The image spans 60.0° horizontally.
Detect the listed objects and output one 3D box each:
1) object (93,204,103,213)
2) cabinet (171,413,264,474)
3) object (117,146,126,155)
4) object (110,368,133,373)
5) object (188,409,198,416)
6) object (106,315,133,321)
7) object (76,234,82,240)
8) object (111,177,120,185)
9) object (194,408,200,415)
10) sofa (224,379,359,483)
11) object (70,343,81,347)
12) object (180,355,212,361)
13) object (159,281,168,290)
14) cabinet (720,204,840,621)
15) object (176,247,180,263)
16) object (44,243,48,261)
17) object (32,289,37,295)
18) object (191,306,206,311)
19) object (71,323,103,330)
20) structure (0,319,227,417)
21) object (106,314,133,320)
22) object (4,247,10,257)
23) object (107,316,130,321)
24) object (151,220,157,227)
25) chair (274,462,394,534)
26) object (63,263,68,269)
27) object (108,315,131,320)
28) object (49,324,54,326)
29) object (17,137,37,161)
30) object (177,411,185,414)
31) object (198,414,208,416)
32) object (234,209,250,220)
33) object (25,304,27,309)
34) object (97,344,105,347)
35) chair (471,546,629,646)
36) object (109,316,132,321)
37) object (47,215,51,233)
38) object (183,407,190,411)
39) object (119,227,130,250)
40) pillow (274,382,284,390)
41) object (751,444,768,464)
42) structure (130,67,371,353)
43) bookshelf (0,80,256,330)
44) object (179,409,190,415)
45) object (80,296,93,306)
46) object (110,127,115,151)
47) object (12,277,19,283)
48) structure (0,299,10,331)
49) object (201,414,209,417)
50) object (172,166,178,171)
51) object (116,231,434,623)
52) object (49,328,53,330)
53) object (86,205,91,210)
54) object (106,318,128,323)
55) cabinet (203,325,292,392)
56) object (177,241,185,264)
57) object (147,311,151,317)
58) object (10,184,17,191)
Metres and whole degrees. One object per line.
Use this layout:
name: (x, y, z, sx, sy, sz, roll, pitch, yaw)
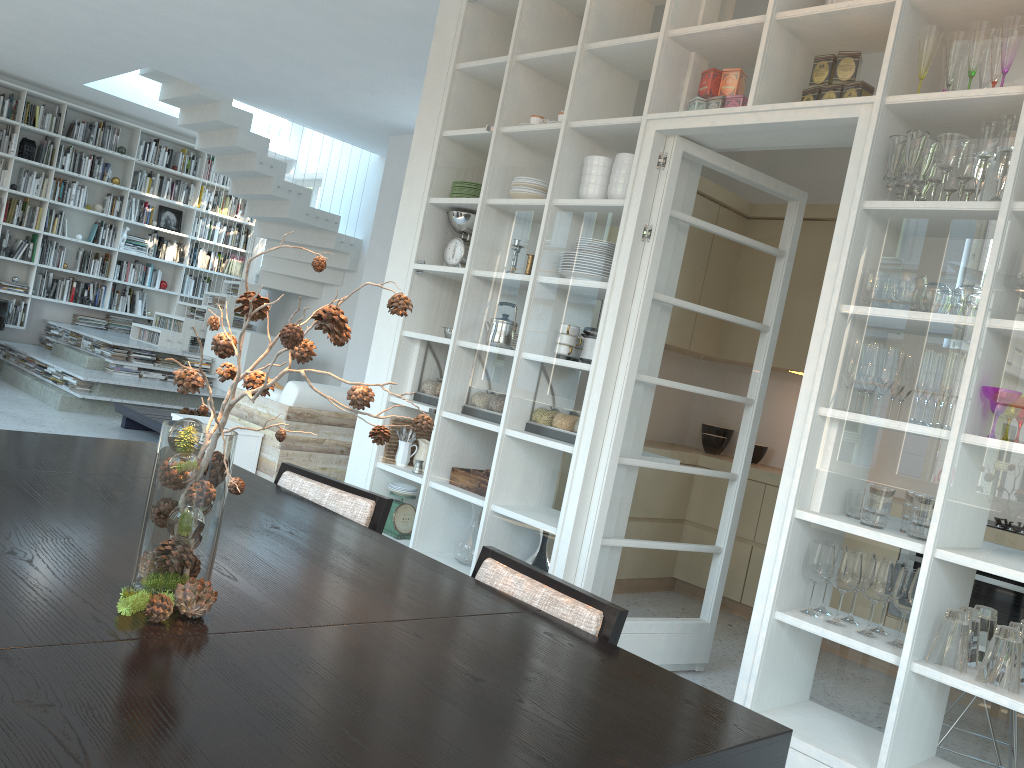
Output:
object: (-4.942, -2.094, 10.584, 0.111, 0.113, 0.112, 12, 2, 23)
cabinet: (-1.887, 0.483, 5.538, 0.380, 0.487, 0.502, 10, 2, -44)
object: (-4.657, -2.782, 10.577, 0.104, 0.105, 0.104, 12, 1, 5)
object: (-3.942, -0.139, 8.955, 0.204, 0.004, 0.139, 11, 1, -41)
object: (-2.760, 0.268, 7.647, 0.094, 0.108, 0.108, 12, 1, 13)
object: (-4.860, -0.820, 10.970, 0.285, 0.005, 0.159, 11, 1, -44)
object: (-5.103, -1.729, 10.449, 0.071, 0.072, 0.071, 12, 1, 5)
object: (-4.735, -2.421, 10.593, 0.100, 0.102, 0.100, 12, 2, 23)
object: (-2.743, 0.269, 7.764, 0.099, 0.102, 0.097, 12, 2, 16)
sofa: (-0.922, 0.476, 6.425, 2.197, 0.854, 0.870, 10, 2, -44)
object: (-4.772, -0.425, 9.816, 0.266, 0.010, 0.145, 13, 1, 42)
object: (-3.414, -0.291, 9.571, 0.284, 0.030, 0.176, 10, 2, -44)
object: (-4.425, -1.251, 11.233, 0.115, 0.116, 0.115, 12, 2, 23)
cabinet: (2.143, 0.277, 4.192, 1.971, 2.569, 4.419, 10, 2, -44)
object: (-4.278, -1.647, 11.314, 0.022, 0.212, 0.178, 10, 2, -44)
object: (-5.430, -1.516, 10.284, 0.007, 0.266, 0.134, 10, 2, -44)
object: (-5.529, -1.063, 10.237, 0.071, 0.072, 0.071, 12, 1, 5)
object: (-3.732, -0.900, 10.617, 0.161, 0.025, 0.174, 11, 1, -40)
object: (-5.123, -0.691, 10.730, 0.193, 0.007, 0.346, 12, 1, 41)
structure: (-3.971, -0.102, 9.982, 2.902, 0.659, 3.108, 10, 2, -44)
object: (-4.849, -0.829, 10.961, 0.285, 0.005, 0.159, 11, 1, -39)
object: (-5.617, -1.468, 9.868, 0.079, 0.113, 0.054, 13, 2, 44)
object: (-4.861, -0.809, 10.969, 0.254, 0.006, 0.160, 11, 1, -44)
object: (-4.462, -1.995, 11.024, 0.091, 0.092, 0.091, 12, 1, 5)
chair: (-0.746, 0.633, 2.360, 0.479, 0.782, 0.570, 13, 2, 36)
object: (-5.262, -1.385, 10.425, 0.071, 0.072, 0.071, 12, 1, 5)
object: (-4.857, -0.825, 10.967, 0.254, 0.006, 0.160, 11, 1, -43)
object: (-5.339, -0.685, 10.450, 0.131, 0.025, 0.290, 11, 1, -42)
object: (-5.421, -2.624, 9.916, 0.135, 0.248, 0.135, 13, 2, 36)
object: (-2.817, 0.273, 7.526, 0.082, 0.085, 0.082, 11, 2, -30)
object: (-2.699, 0.287, 7.714, 0.106, 0.086, 0.091, 11, 2, -30)
object: (-3.558, -2.221, 11.694, 0.204, 0.137, 0.095, 11, 2, -28)
object: (-5.593, -0.789, 10.155, 0.011, 0.260, 0.141, 10, 2, -44)
object: (-4.244, -0.397, 9.288, 0.203, 0.006, 0.142, 13, 1, 44)
chair: (-0.203, 0.756, 1.746, 0.571, 0.782, 0.479, 10, 2, -39)
object: (-4.860, -0.815, 10.969, 0.254, 0.006, 0.160, 11, 1, -44)
object: (-5.370, -1.848, 10.242, 0.013, 0.208, 0.139, 10, 2, -44)
object: (-2.824, 0.246, 7.684, 0.090, 0.106, 0.097, 11, 2, -23)
object: (-4.680, -1.754, 10.688, 0.087, 0.288, 0.075, 11, 2, -9)
pillow: (-1.471, 0.174, 5.848, 0.462, 0.339, 0.200, 13, 2, 40)
object: (1.601, 0.461, 5.883, 0.169, 0.127, 0.169, 12, 1, 23)
structure: (-3.275, -1.686, 9.753, 2.616, 3.383, 1.951, 10, 2, -44)
bookshelf: (-5.869, -1.741, 9.706, 6.304, 3.143, 0.330, 10, 2, -44)
object: (-2.816, 0.264, 7.601, 0.114, 0.101, 0.110, 12, 2, 28)
object: (-5.039, -0.987, 10.513, 0.064, 0.114, 0.161, 13, 2, 33)
object: (-4.785, -2.906, 10.564, 0.006, 0.298, 0.129, 10, 2, -44)
object: (-5.614, -1.179, 10.020, 0.071, 0.072, 0.071, 12, 1, 5)
structure: (-5.889, -0.561, 8.480, 1.920, 0.833, 1.332, 10, 2, -44)
object: (-2.639, 0.301, 7.625, 0.083, 0.100, 0.092, 10, 2, -39)
object: (-4.198, -2.680, 11.035, 0.071, 0.072, 0.071, 12, 1, 5)
object: (-0.375, 0.073, 1.359, 0.541, 0.601, 0.317, 12, 2, 16)
object: (-5.353, -0.635, 10.449, 0.135, 0.011, 0.221, 11, 1, -40)
object: (-5.012, -2.085, 10.487, 0.068, 0.068, 0.068, 12, 2, 23)
object: (-4.869, -0.783, 10.968, 0.254, 0.006, 0.160, 11, 1, -44)
cabinet: (-2.917, -0.243, 9.651, 0.552, 0.668, 0.991, 10, 2, -44)
object: (-4.178, -1.662, 11.213, 0.087, 0.288, 0.075, 11, 2, -9)
object: (-4.592, -0.889, 11.188, 0.071, 0.072, 0.071, 12, 1, 5)
object: (-5.541, -2.188, 9.861, 0.071, 0.072, 0.071, 12, 1, 5)
